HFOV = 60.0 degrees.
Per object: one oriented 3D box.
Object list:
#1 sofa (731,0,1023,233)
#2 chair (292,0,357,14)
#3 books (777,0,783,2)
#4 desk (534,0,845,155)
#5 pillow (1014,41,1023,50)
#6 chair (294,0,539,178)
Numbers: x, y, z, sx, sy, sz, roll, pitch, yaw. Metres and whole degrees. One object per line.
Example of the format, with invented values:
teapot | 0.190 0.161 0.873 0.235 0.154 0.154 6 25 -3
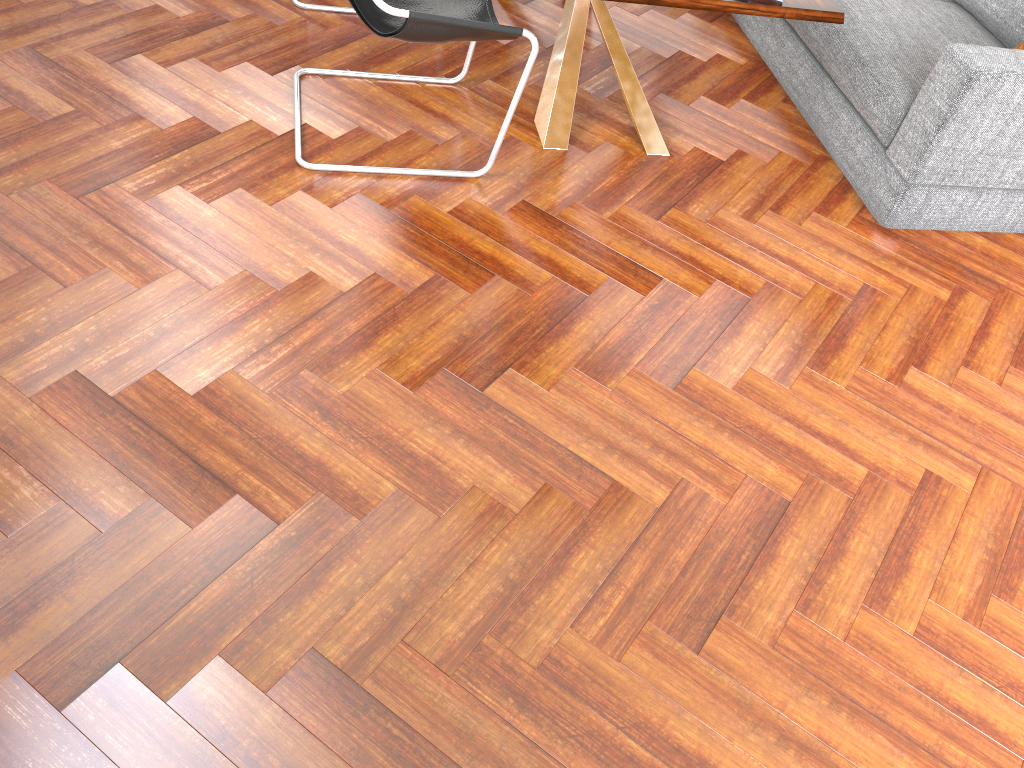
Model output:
sofa | 1.848 -1.821 4.106 1.262 0.838 2.617 -1 48 -14
chair | -0.549 -2.126 3.728 0.745 0.882 0.745 -1 48 -14
books | 0.705 -1.326 2.823 0.347 0.027 0.261 18 46 3
desk | 0.302 -1.714 3.628 1.030 0.759 2.203 -1 48 -14
pillow | 2.106 -1.266 3.378 0.329 0.401 0.466 27 48 12
chair | -0.350 -1.262 2.974 0.745 0.882 0.745 -1 48 -14
